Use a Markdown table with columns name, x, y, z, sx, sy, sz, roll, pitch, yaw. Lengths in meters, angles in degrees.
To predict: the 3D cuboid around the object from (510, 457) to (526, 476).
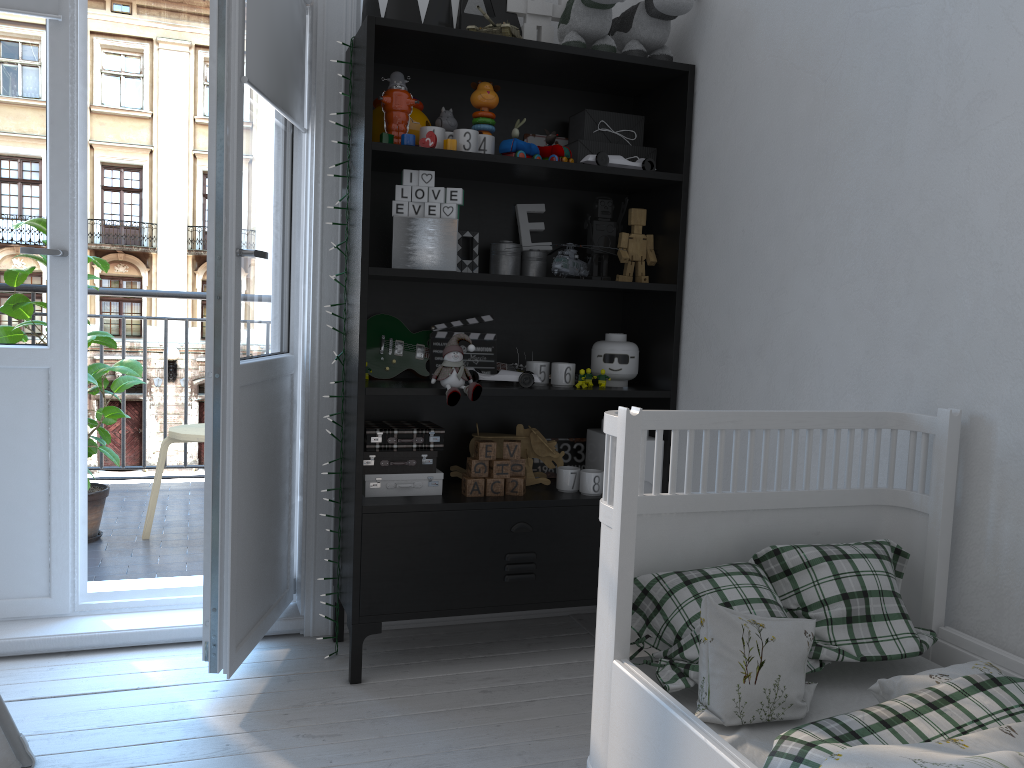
| name | x | y | z | sx | sy | sz | roll | pitch | yaw |
| --- | --- | --- | --- | --- | --- | --- | --- | --- | --- |
| object | 0.006 | 0.233 | 2.517 | 0.050 | 0.050 | 0.050 | 1 | 5 | -20 |

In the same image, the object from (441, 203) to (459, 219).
| name | x | y | z | sx | sy | sz | roll | pitch | yaw |
| --- | --- | --- | --- | --- | --- | --- | --- | --- | --- |
| object | -0.162 | -0.449 | 2.320 | 0.040 | 0.040 | 0.040 | 3 | 5 | 10 |

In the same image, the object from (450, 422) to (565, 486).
| name | x | y | z | sx | sy | sz | roll | pitch | yaw |
| --- | --- | --- | --- | --- | --- | --- | --- | --- | --- |
| object | -0.012 | 0.209 | 2.621 | 0.337 | 0.186 | 0.111 | 2 | 5 | -5 |

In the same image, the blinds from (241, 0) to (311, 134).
| name | x | y | z | sx | sy | sz | roll | pitch | yaw |
| --- | --- | --- | --- | --- | --- | --- | --- | --- | --- |
| blinds | -0.598 | -0.904 | 2.294 | 0.032 | 0.391 | 0.565 | 2 | 5 | 0 |

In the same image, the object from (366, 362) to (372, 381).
| name | x | y | z | sx | sy | sz | roll | pitch | yaw |
| --- | --- | --- | --- | --- | --- | --- | --- | --- | --- |
| object | -0.406 | -0.036 | 2.439 | 0.042 | 0.054 | 0.031 | 2 | 5 | -9 |

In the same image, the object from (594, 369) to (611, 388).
| name | x | y | z | sx | sy | sz | roll | pitch | yaw |
| --- | --- | --- | --- | --- | --- | --- | --- | --- | --- |
| object | 0.257 | -0.015 | 2.530 | 0.042 | 0.054 | 0.031 | 5 | 5 | 25 |

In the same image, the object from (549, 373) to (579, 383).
| name | x | y | z | sx | sy | sz | roll | pitch | yaw |
| --- | --- | --- | --- | --- | --- | --- | --- | --- | --- |
| object | 0.134 | -0.022 | 2.685 | 0.163 | 0.034 | 0.069 | 1 | 5 | -20 |

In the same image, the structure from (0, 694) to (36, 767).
| name | x | y | z | sx | sy | sz | roll | pitch | yaw |
| --- | --- | --- | --- | --- | --- | --- | --- | --- | --- |
| structure | -1.524 | -0.082 | 1.542 | 1.143 | 1.751 | 1.143 | -2 | 6 | -44 |

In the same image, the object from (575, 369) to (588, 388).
| name | x | y | z | sx | sy | sz | roll | pitch | yaw |
| --- | --- | --- | --- | --- | --- | --- | --- | --- | --- |
| object | 0.196 | -0.014 | 2.484 | 0.031 | 0.054 | 0.042 | 5 | 5 | 30 |

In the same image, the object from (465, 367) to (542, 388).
| name | x | y | z | sx | sy | sz | roll | pitch | yaw |
| --- | --- | --- | --- | --- | --- | --- | --- | --- | --- |
| object | -0.032 | -0.019 | 2.467 | 0.230 | 0.048 | 0.098 | 3 | 4 | 5 |

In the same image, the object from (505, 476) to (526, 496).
| name | x | y | z | sx | sy | sz | roll | pitch | yaw |
| --- | --- | --- | --- | --- | --- | --- | --- | --- | --- |
| object | 0.011 | 0.285 | 2.494 | 0.050 | 0.050 | 0.050 | 3 | 5 | 10 |

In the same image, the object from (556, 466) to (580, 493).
| name | x | y | z | sx | sy | sz | roll | pitch | yaw |
| --- | --- | --- | --- | --- | --- | --- | --- | --- | --- |
| object | 0.163 | 0.276 | 2.569 | 0.067 | 0.067 | 0.067 | 2 | 5 | -6 |

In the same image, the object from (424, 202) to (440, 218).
| name | x | y | z | sx | sy | sz | roll | pitch | yaw |
| --- | --- | --- | --- | --- | --- | --- | --- | --- | --- |
| object | -0.208 | -0.451 | 2.316 | 0.040 | 0.040 | 0.040 | 2 | 5 | -5 |

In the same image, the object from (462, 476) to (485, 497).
| name | x | y | z | sx | sy | sz | roll | pitch | yaw |
| --- | --- | --- | --- | --- | --- | --- | --- | --- | --- |
| object | -0.108 | 0.283 | 2.452 | 0.050 | 0.050 | 0.050 | 1 | 5 | -20 |

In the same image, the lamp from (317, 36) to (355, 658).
| name | x | y | z | sx | sy | sz | roll | pitch | yaw |
| --- | --- | --- | --- | --- | --- | --- | --- | --- | --- |
| lamp | -0.055 | -0.076 | 2.577 | 0.985 | 1.685 | 0.095 | 0 | 5 | -22 |

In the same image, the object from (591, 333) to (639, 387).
| name | x | y | z | sx | sy | sz | roll | pitch | yaw |
| --- | --- | --- | --- | --- | --- | --- | --- | --- | --- |
| object | 0.304 | -0.069 | 2.627 | 0.139 | 0.162 | 0.139 | -2 | 6 | -44 |

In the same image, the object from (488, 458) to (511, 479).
| name | x | y | z | sx | sy | sz | roll | pitch | yaw |
| --- | --- | --- | --- | --- | --- | --- | --- | --- | --- |
| object | -0.036 | 0.235 | 2.473 | 0.050 | 0.050 | 0.050 | 1 | 5 | -20 |

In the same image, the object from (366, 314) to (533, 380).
| name | x | y | z | sx | sy | sz | roll | pitch | yaw |
| --- | --- | --- | --- | --- | --- | --- | --- | --- | --- |
| object | -0.190 | -0.078 | 2.593 | 0.542 | 0.239 | 0.093 | 1 | 5 | -19 |

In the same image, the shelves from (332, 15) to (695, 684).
| name | x | y | z | sx | sy | sz | roll | pitch | yaw |
| --- | --- | --- | --- | --- | --- | --- | --- | --- | --- |
| shelves | -0.010 | -0.067 | 2.526 | 0.911 | 1.678 | 0.353 | 1 | 5 | -20 |

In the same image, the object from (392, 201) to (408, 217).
| name | x | y | z | sx | sy | sz | roll | pitch | yaw |
| --- | --- | --- | --- | --- | --- | --- | --- | --- | --- |
| object | -0.291 | -0.454 | 2.309 | 0.040 | 0.040 | 0.040 | 2 | 5 | -5 |

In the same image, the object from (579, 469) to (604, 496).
| name | x | y | z | sx | sy | sz | roll | pitch | yaw |
| --- | --- | --- | --- | --- | --- | --- | --- | --- | --- |
| object | 0.228 | 0.281 | 2.534 | 0.067 | 0.067 | 0.067 | 2 | 5 | -6 |

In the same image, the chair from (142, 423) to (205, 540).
| name | x | y | z | sx | sy | sz | roll | pitch | yaw |
| --- | --- | --- | --- | --- | --- | --- | --- | --- | --- |
| chair | -1.187 | 0.257 | 3.616 | 0.436 | 0.716 | 0.498 | 5 | 5 | 25 |

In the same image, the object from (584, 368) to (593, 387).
| name | x | y | z | sx | sy | sz | roll | pitch | yaw |
| --- | --- | --- | --- | --- | --- | --- | --- | --- | --- |
| object | 0.219 | -0.018 | 2.548 | 0.042 | 0.054 | 0.031 | 1 | 5 | -19 |

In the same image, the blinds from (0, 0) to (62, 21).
| name | x | y | z | sx | sy | sz | roll | pitch | yaw |
| --- | --- | --- | --- | --- | --- | --- | --- | --- | --- |
| blinds | -1.469 | -1.054 | 2.272 | 0.565 | 0.158 | 0.032 | 1 | 5 | -20 |

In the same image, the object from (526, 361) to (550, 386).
| name | x | y | z | sx | sy | sz | roll | pitch | yaw |
| --- | --- | --- | --- | --- | --- | --- | --- | --- | --- |
| object | 0.074 | -0.031 | 2.545 | 0.067 | 0.067 | 0.067 | 2 | 5 | -6 |

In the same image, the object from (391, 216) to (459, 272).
| name | x | y | z | sx | sy | sz | roll | pitch | yaw |
| --- | --- | --- | --- | --- | --- | --- | --- | --- | --- |
| object | -0.230 | -0.367 | 2.358 | 0.170 | 0.138 | 0.124 | 2 | 5 | -5 |

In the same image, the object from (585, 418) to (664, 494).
| name | x | y | z | sx | sy | sz | roll | pitch | yaw |
| --- | --- | --- | --- | --- | --- | --- | --- | --- | --- |
| object | 0.332 | 0.211 | 2.649 | 0.132 | 0.199 | 0.267 | 1 | 5 | -20 |

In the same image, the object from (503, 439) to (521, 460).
| name | x | y | z | sx | sy | sz | roll | pitch | yaw |
| --- | --- | --- | --- | --- | --- | --- | --- | --- | --- |
| object | 0.000 | 0.185 | 2.496 | 0.050 | 0.050 | 0.050 | 2 | 5 | 0 |

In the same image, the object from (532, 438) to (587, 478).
| name | x | y | z | sx | sy | sz | roll | pitch | yaw |
| --- | --- | --- | --- | --- | --- | --- | --- | --- | --- |
| object | 0.101 | 0.231 | 2.758 | 0.347 | 0.120 | 0.034 | 1 | 5 | -20 |

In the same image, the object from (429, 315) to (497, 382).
| name | x | y | z | sx | sy | sz | roll | pitch | yaw |
| --- | --- | --- | --- | --- | --- | --- | --- | --- | --- |
| object | -0.141 | -0.106 | 2.580 | 0.201 | 0.199 | 0.048 | 1 | 5 | -20 |

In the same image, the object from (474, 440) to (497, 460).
| name | x | y | z | sx | sy | sz | roll | pitch | yaw |
| --- | --- | --- | --- | --- | --- | --- | --- | --- | --- |
| object | -0.074 | 0.184 | 2.467 | 0.050 | 0.050 | 0.050 | 1 | 5 | -20 |

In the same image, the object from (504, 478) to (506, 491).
| name | x | y | z | sx | sy | sz | roll | pitch | yaw |
| --- | --- | --- | --- | --- | --- | --- | --- | --- | --- |
| object | -0.002 | 0.280 | 2.551 | 0.050 | 0.050 | 0.050 | 1 | 5 | -20 |

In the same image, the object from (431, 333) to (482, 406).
| name | x | y | z | sx | sy | sz | roll | pitch | yaw |
| --- | --- | --- | --- | --- | --- | --- | --- | --- | --- |
| object | -0.140 | -0.038 | 2.303 | 0.110 | 0.186 | 0.129 | -1 | 6 | -32 |

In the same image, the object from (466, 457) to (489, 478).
| name | x | y | z | sx | sy | sz | roll | pitch | yaw |
| --- | --- | --- | --- | --- | --- | --- | --- | --- | --- |
| object | -0.096 | 0.232 | 2.473 | 0.050 | 0.050 | 0.050 | 1 | 5 | -20 |

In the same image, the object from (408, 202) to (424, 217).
| name | x | y | z | sx | sy | sz | roll | pitch | yaw |
| --- | --- | --- | --- | --- | --- | --- | --- | --- | --- |
| object | -0.253 | -0.453 | 2.320 | 0.040 | 0.040 | 0.040 | 1 | 5 | -15 |

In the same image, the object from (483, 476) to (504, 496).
| name | x | y | z | sx | sy | sz | roll | pitch | yaw |
| --- | --- | --- | --- | --- | --- | --- | --- | --- | --- |
| object | -0.052 | 0.284 | 2.472 | 0.050 | 0.050 | 0.050 | 1 | 5 | -15 |

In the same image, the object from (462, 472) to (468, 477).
| name | x | y | z | sx | sy | sz | roll | pitch | yaw |
| --- | --- | --- | --- | --- | --- | --- | --- | --- | --- |
| object | -0.111 | 0.279 | 2.509 | 0.050 | 0.050 | 0.050 | 1 | 5 | -20 |

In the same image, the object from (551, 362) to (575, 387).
| name | x | y | z | sx | sy | sz | roll | pitch | yaw |
| --- | --- | --- | --- | --- | --- | --- | --- | --- | --- |
| object | 0.145 | -0.026 | 2.521 | 0.067 | 0.067 | 0.067 | 2 | 5 | -6 |
